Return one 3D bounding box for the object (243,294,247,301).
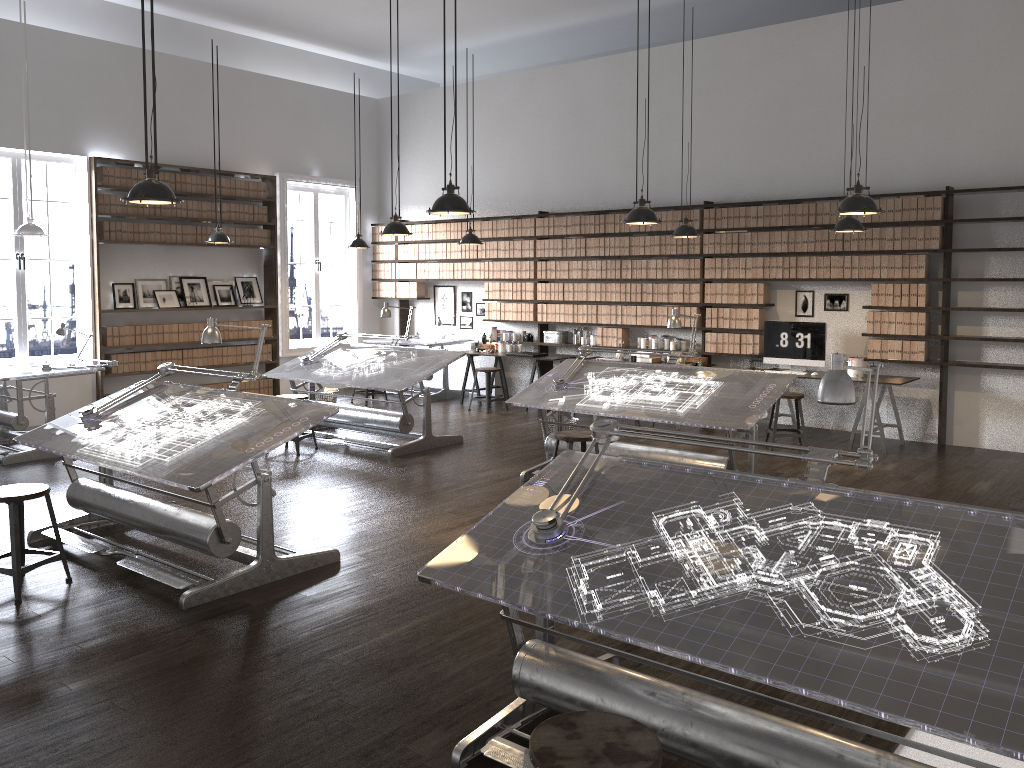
[{"bbox_3d":[-3.526,-1.102,11.686,0.040,0.165,0.066,3,5,39],"label":"object"}]

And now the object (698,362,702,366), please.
[{"bbox_3d":[2.055,-0.215,9.669,0.049,0.037,0.049,5,8,42],"label":"object"}]

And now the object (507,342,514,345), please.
[{"bbox_3d":[-0.022,-0.487,11.615,0.095,0.127,0.094,4,7,43],"label":"object"}]

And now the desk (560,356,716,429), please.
[{"bbox_3d":[1.419,0.080,10.182,1.671,0.667,0.657,5,7,39],"label":"desk"}]

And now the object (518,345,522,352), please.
[{"bbox_3d":[0.105,-0.462,11.511,0.062,0.094,0.062,0,5,-2],"label":"object"}]

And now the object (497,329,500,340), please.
[{"bbox_3d":[-0.186,-0.669,11.970,0.050,0.139,0.051,3,5,36],"label":"object"}]

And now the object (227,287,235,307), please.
[{"bbox_3d":[-3.668,-1.133,11.551,0.040,0.259,0.124,3,5,39],"label":"object"}]

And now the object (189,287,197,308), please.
[{"bbox_3d":[-4.022,-1.081,11.094,0.040,0.259,0.175,3,6,39],"label":"object"}]

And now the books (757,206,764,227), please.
[{"bbox_3d":[2.701,-1.792,9.505,0.067,0.225,0.175,3,6,39],"label":"books"}]

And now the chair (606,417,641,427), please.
[{"bbox_3d":[1.201,0.224,9.577,0.372,0.526,0.360,1,5,12],"label":"chair"}]

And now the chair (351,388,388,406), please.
[{"bbox_3d":[-1.850,-0.002,11.500,0.359,0.526,0.372,-4,6,-42],"label":"chair"}]

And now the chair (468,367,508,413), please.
[{"bbox_3d":[-0.290,0.072,10.870,0.359,0.526,0.372,-4,6,-42],"label":"chair"}]

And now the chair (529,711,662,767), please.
[{"bbox_3d":[0.196,1.105,2.098,0.358,0.526,0.373,1,5,17],"label":"chair"}]

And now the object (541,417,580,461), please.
[{"bbox_3d":[0.419,0.500,7.805,0.353,0.376,0.354,-3,6,-29],"label":"object"}]

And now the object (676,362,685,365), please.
[{"bbox_3d":[1.813,-0.228,9.756,0.197,0.050,0.133,1,6,10],"label":"object"}]

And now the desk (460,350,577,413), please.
[{"bbox_3d":[0.048,-0.050,11.290,1.671,0.667,0.657,5,7,39],"label":"desk"}]

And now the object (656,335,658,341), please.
[{"bbox_3d":[1.712,-0.499,10.411,0.036,0.148,0.005,-2,4,-28],"label":"object"}]

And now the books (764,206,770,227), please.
[{"bbox_3d":[2.758,-1.788,9.464,0.067,0.225,0.175,3,6,39],"label":"books"}]

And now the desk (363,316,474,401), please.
[{"bbox_3d":[-1.242,-0.386,12.278,1.271,1.094,1.074,4,7,39],"label":"desk"}]

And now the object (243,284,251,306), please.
[{"bbox_3d":[-3.516,-1.179,11.751,0.040,0.303,0.118,3,5,39],"label":"object"}]

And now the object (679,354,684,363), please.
[{"bbox_3d":[1.893,-0.275,9.881,0.050,0.111,0.049,4,6,42],"label":"object"}]

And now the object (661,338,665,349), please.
[{"bbox_3d":[1.769,-0.471,10.389,0.045,0.127,0.044,-3,5,-33],"label":"object"}]

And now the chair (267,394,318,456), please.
[{"bbox_3d":[-2.061,0.376,8.290,0.358,0.526,0.373,1,5,17],"label":"chair"}]

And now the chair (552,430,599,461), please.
[{"bbox_3d":[0.456,0.614,6.267,0.358,0.526,0.373,-2,5,-23],"label":"chair"}]

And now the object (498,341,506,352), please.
[{"bbox_3d":[-0.126,-0.486,11.561,0.105,0.141,0.104,3,6,31],"label":"object"}]

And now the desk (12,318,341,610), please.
[{"bbox_3d":[-1.946,0.300,5.223,2.072,1.382,1.079,5,7,39],"label":"desk"}]

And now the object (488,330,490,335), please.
[{"bbox_3d":[-0.286,-0.614,11.686,0.071,0.185,0.008,3,5,40],"label":"object"}]

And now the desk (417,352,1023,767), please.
[{"bbox_3d":[0.814,0.595,2.723,2.072,1.382,1.079,5,7,39],"label":"desk"}]

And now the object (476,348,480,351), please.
[{"bbox_3d":[-0.446,-0.453,11.689,0.049,0.037,0.049,4,7,35],"label":"object"}]

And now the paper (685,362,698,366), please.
[{"bbox_3d":[1.929,-0.217,9.690,0.138,0.038,0.155,-5,8,-36],"label":"paper"}]

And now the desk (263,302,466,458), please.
[{"bbox_3d":[-1.527,-0.142,8.976,2.284,1.381,1.079,5,7,39],"label":"desk"}]

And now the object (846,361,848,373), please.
[{"bbox_3d":[3.323,-0.152,8.724,0.068,0.154,0.069,1,4,15],"label":"object"}]

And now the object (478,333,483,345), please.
[{"bbox_3d":[-0.424,-0.565,11.791,0.069,0.236,0.068,3,5,36],"label":"object"}]

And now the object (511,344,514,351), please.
[{"bbox_3d":[0.007,-0.467,11.552,0.045,0.101,0.044,3,5,39],"label":"object"}]

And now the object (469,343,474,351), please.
[{"bbox_3d":[-0.531,-0.497,11.773,0.068,0.104,0.068,4,6,43],"label":"object"}]

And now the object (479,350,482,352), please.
[{"bbox_3d":[-0.401,-0.426,11.533,0.011,0.017,0.172,-2,7,-19],"label":"object"}]

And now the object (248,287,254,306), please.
[{"bbox_3d":[-3.494,-1.166,11.823,0.040,0.261,0.111,3,5,39],"label":"object"}]

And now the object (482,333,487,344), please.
[{"bbox_3d":[-0.371,-0.569,11.856,0.069,0.229,0.068,3,5,36],"label":"object"}]

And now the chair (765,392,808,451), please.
[{"bbox_3d":[2.625,0.356,8.460,0.358,0.526,0.373,1,5,7],"label":"chair"}]

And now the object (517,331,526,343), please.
[{"bbox_3d":[0.133,-0.615,11.695,0.107,0.161,0.237,0,6,5],"label":"object"}]

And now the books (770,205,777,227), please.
[{"bbox_3d":[2.814,-1.783,9.421,0.067,0.225,0.175,3,6,39],"label":"books"}]

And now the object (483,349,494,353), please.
[{"bbox_3d":[-0.311,-0.431,11.471,0.132,0.050,0.198,-3,7,-22],"label":"object"}]

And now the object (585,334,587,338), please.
[{"bbox_3d":[0.930,-0.556,11.001,0.041,0.124,0.008,2,4,28],"label":"object"}]

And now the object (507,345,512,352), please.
[{"bbox_3d":[-0.032,-0.461,11.504,0.062,0.094,0.062,-1,5,-11],"label":"object"}]

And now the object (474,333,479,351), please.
[{"bbox_3d":[-0.469,-0.555,11.735,0.069,0.229,0.068,3,5,36],"label":"object"}]

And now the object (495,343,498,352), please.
[{"bbox_3d":[-0.202,-0.474,11.573,0.050,0.111,0.049,3,5,35],"label":"object"}]

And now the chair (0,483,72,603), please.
[{"bbox_3d":[-2.567,0.810,4.602,0.358,0.526,0.373,1,5,17],"label":"chair"}]

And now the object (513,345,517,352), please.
[{"bbox_3d":[0.038,-0.461,11.503,0.062,0.093,0.063,0,5,-2],"label":"object"}]

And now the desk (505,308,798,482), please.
[{"bbox_3d":[1.079,0.106,6.871,2.072,1.382,1.079,5,7,39],"label":"desk"}]

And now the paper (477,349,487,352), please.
[{"bbox_3d":[-0.399,-0.438,11.570,0.155,0.038,0.138,3,7,24],"label":"paper"}]

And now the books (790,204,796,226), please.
[{"bbox_3d":[2.976,-1.766,9.281,0.067,0.225,0.175,3,6,39],"label":"books"}]

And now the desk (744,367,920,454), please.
[{"bbox_3d":[3.084,0.238,8.838,1.671,0.667,0.657,5,7,39],"label":"desk"}]

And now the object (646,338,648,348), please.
[{"bbox_3d":[1.593,-0.484,10.494,0.045,0.127,0.044,3,5,39],"label":"object"}]

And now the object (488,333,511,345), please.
[{"bbox_3d":[-0.159,-0.598,11.749,0.345,0.145,0.077,-3,5,-28],"label":"object"}]

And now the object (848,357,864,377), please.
[{"bbox_3d":[3.345,-0.159,8.618,0.144,0.195,0.146,1,5,11],"label":"object"}]

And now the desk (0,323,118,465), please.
[{"bbox_3d":[-4.475,0.027,8.382,1.271,1.185,1.174,4,7,39],"label":"desk"}]
